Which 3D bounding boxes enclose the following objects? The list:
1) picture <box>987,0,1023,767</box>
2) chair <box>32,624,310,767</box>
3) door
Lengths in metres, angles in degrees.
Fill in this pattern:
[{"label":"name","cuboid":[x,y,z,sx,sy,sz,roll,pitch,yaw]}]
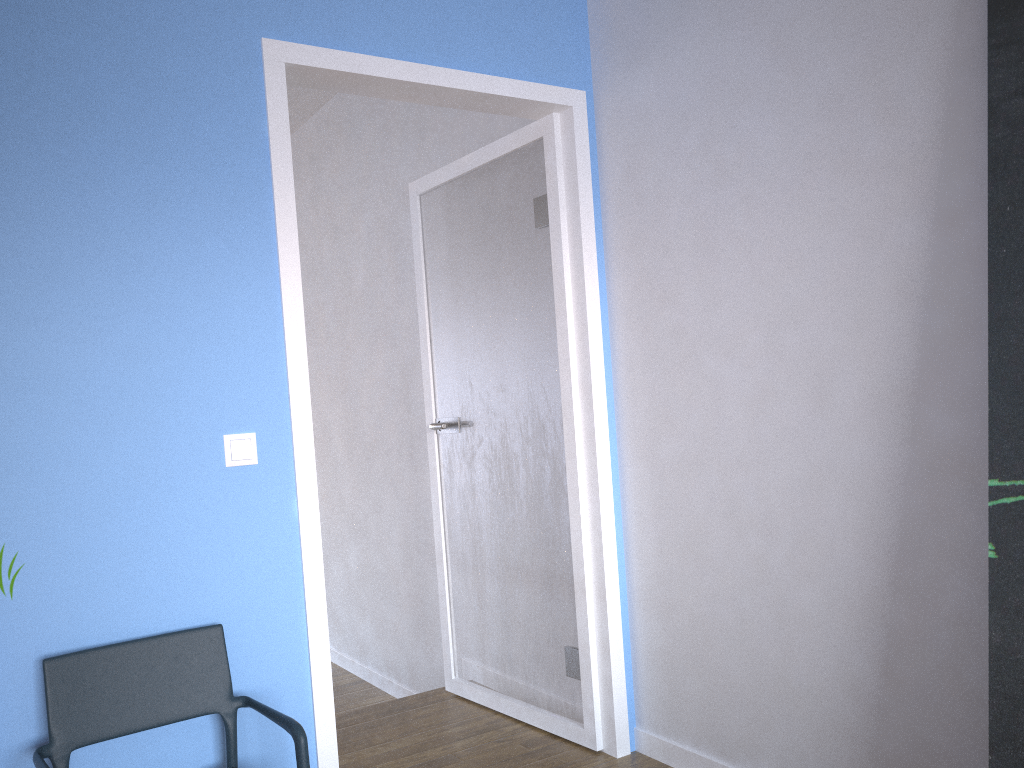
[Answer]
[{"label":"picture","cuboid":[1.177,0.092,1.305,0.207,2.021,0.959,-5,1,-32]},{"label":"chair","cuboid":[-0.733,0.913,1.899,0.511,0.675,0.417,-4,1,-36]},{"label":"door","cuboid":[-0.394,0.188,2.978,1.031,2.131,0.999,-5,1,-33]}]
